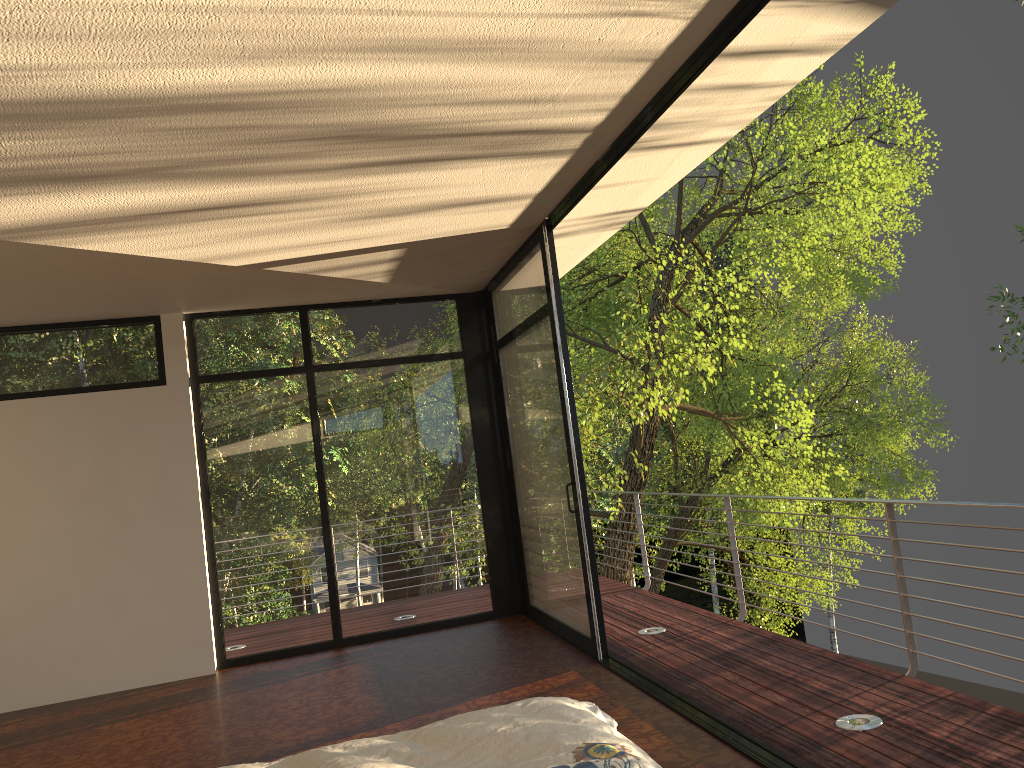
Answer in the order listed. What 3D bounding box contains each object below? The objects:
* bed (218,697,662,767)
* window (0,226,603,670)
[{"bbox_3d":[-0.538,1.019,1.266,2.194,0.712,1.794,-6,-5,-15],"label":"bed"},{"bbox_3d":[-2.192,0.304,1.031,6.972,2.515,10.117,-6,-5,-15],"label":"window"}]
